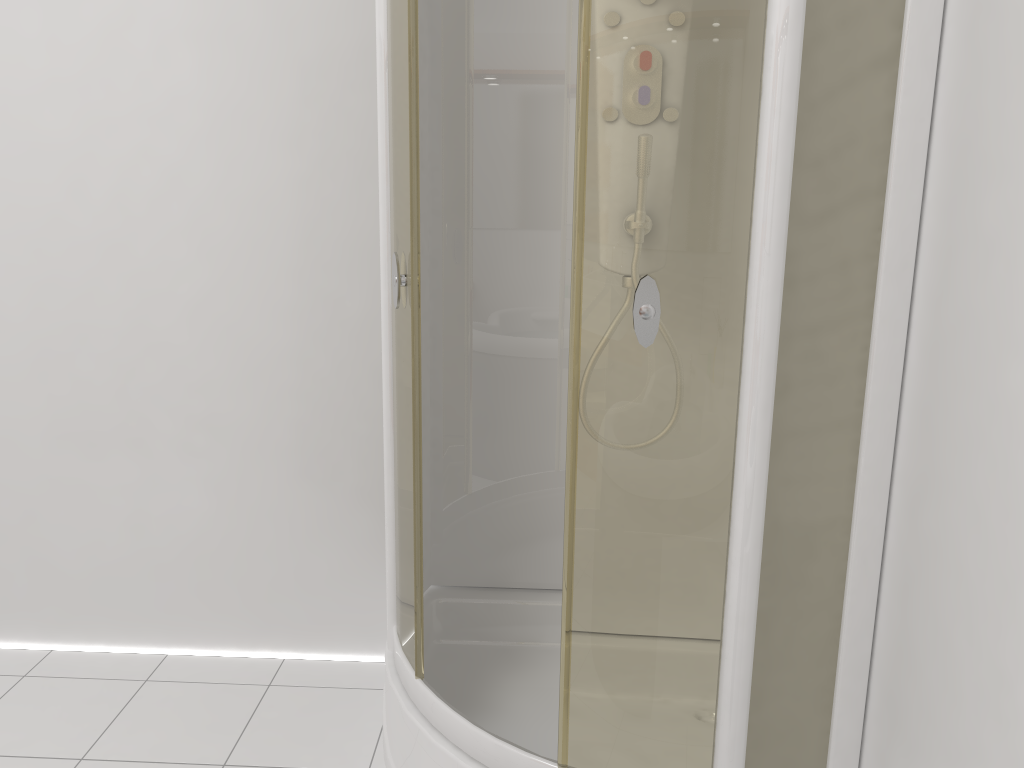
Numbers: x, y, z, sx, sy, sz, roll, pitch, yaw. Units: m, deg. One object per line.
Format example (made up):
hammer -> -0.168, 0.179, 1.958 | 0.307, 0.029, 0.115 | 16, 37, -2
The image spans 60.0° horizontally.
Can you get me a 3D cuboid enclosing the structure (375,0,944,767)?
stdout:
structure -> 0.158, -0.195, 1.752 | 0.932, 2.234, 0.933 | 1, 13, 2
